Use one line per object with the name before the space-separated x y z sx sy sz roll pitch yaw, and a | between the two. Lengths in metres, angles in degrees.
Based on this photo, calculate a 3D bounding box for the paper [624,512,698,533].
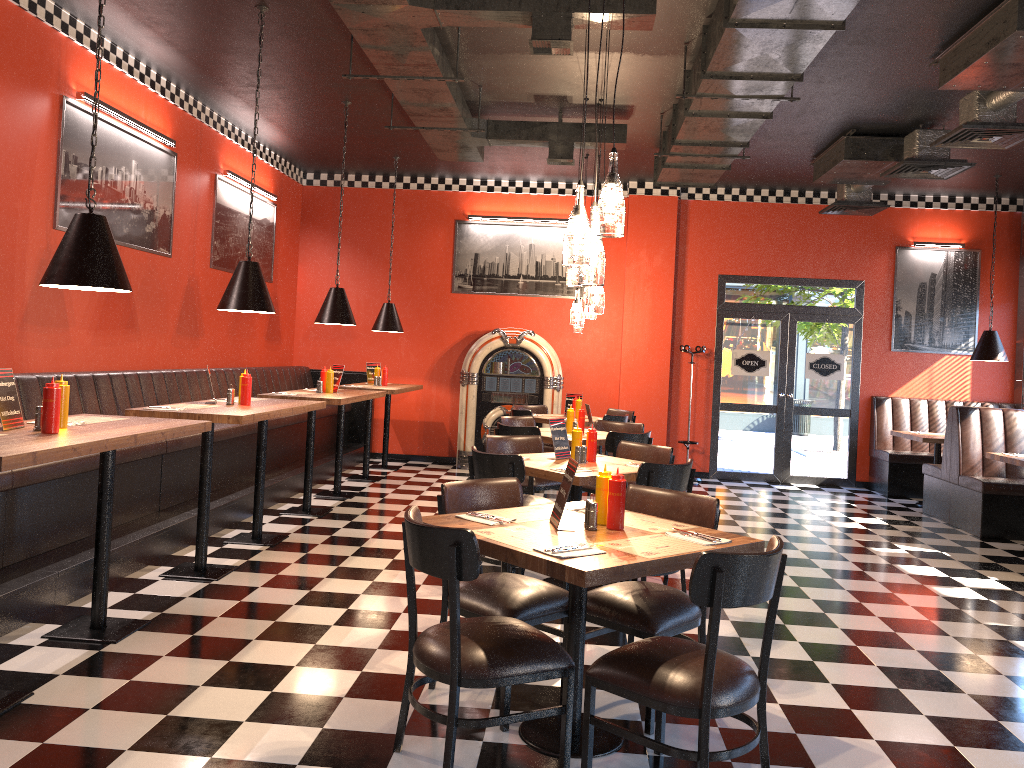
paper | 0.528 0.558 3.584 0.261 0.001 0.366 1 2 -41

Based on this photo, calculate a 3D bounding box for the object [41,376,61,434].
object | -1.923 0.086 3.699 0.068 0.238 0.068 3 -1 -21

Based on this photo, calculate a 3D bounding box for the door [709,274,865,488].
door | 3.428 -0.048 11.064 1.800 2.574 0.128 3 -1 4

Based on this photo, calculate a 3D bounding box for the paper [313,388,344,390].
paper | -1.816 0.052 8.621 0.261 0.001 0.365 3 2 7

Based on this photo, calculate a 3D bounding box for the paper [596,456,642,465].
paper | 0.666 0.496 5.755 0.261 0.001 0.366 1 2 -42

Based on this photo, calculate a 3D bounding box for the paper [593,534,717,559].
paper | 0.507 0.572 3.137 0.365 0.001 0.261 1 2 -41

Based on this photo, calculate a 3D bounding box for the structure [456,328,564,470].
structure | -0.014 0.184 11.038 1.294 1.769 0.500 3 -1 4

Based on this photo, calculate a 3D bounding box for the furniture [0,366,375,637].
furniture | -2.653 0.484 7.119 1.104 1.149 8.758 3 2 4

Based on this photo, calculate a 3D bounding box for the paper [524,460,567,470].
paper | 0.175 0.485 5.301 0.261 0.001 0.366 1 2 -42

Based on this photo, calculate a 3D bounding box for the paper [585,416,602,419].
paper | 0.901 0.374 9.911 0.261 0.001 0.366 1 2 -41

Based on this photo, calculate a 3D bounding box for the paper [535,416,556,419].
paper | 0.402 0.363 9.466 0.261 0.001 0.366 1 2 -41

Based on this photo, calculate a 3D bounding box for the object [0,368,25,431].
object | -2.147 0.063 3.770 0.072 0.257 0.188 3 0 -5

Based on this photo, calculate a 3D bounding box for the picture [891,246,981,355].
picture | 5.238 -1.029 10.945 1.023 1.302 0.016 3 -1 4

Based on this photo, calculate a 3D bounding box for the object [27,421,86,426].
object | -2.081 0.176 4.093 0.255 0.019 0.157 3 2 1

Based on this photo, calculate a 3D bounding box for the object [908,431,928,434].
object | 4.621 0.548 10.066 0.157 0.019 0.255 3 2 5

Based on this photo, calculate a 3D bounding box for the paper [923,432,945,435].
paper | 4.828 0.567 10.062 0.365 0.001 0.261 3 2 4

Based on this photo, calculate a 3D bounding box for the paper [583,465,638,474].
paper | 0.622 0.508 5.292 0.365 0.001 0.261 1 3 -43

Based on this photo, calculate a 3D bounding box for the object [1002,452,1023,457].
object | 4.370 0.612 7.679 0.157 0.019 0.255 3 2 10

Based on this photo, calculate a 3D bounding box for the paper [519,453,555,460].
paper | 0.189 0.471 5.764 0.365 0.001 0.261 1 2 -40

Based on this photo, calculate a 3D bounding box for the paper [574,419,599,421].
paper | 0.849 0.386 9.448 0.365 0.001 0.261 1 2 -42

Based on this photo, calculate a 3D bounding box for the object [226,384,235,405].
object | -1.870 0.071 5.890 0.046 0.136 0.094 3 0 -6

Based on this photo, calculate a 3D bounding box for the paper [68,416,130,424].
paper | -2.098 0.175 4.359 0.261 0.001 0.365 3 2 7

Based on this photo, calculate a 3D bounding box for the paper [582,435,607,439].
paper | 0.759 0.446 7.437 0.365 0.001 0.261 1 2 -42

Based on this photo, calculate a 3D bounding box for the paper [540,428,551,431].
paper | 0.310 0.408 7.933 0.365 0.001 0.261 1 2 -42

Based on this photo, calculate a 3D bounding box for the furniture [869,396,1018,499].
furniture | 5.254 0.770 10.566 1.709 1.155 0.706 3 0 4

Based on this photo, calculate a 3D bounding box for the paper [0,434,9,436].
paper | -2.176 0.202 3.402 0.261 0.001 0.365 3 2 7

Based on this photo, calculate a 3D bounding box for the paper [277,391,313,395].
paper | -1.881 0.078 7.704 0.261 0.001 0.365 3 2 7

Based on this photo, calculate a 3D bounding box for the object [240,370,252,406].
object | -1.771 0.023 5.907 0.068 0.238 0.068 3 -1 24

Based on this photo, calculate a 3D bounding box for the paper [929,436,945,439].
paper | 4.679 0.580 9.441 0.365 0.001 0.261 3 2 1

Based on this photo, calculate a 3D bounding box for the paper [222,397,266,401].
paper | -1.977 0.111 6.532 0.261 0.001 0.365 3 2 7

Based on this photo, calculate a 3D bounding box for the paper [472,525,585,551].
paper | 0.045 0.548 3.164 0.261 0.001 0.366 1 2 -38

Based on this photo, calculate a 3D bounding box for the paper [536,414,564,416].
paper | 0.424 0.349 9.929 0.365 0.001 0.261 1 2 -39

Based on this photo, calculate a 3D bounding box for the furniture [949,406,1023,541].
furniture | 5.080 0.837 8.185 1.709 1.155 0.706 3 0 4

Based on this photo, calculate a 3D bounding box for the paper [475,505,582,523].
paper | 0.067 0.533 3.641 0.365 0.001 0.261 1 2 -41

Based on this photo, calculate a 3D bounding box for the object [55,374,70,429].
object | -1.993 0.076 3.910 0.068 0.238 0.068 3 -1 -21

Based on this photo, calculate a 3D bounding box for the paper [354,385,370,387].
paper | -1.694 0.019 9.831 0.261 0.001 0.365 3 2 7

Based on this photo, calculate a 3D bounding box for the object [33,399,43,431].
object | -2.009 0.131 3.794 0.046 0.136 0.094 3 0 -5

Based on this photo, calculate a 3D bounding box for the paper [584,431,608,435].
paper | 0.772 0.432 7.885 0.261 0.001 0.366 1 2 -42

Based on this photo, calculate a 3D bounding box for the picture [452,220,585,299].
picture | 0.135 -1.589 11.324 1.770 0.940 0.023 3 -1 4

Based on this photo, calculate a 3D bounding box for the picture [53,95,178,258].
picture | -3.099 -1.573 7.058 0.023 0.940 1.770 3 1 4

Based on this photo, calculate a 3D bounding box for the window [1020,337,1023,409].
window | 6.152 -0.296 9.676 0.127 1.714 2.027 3 1 4

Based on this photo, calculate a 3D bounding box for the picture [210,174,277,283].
picture | -2.906 -1.648 9.692 0.023 0.940 1.770 3 1 4

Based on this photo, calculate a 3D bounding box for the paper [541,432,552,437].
paper | 0.297 0.422 7.455 0.261 0.001 0.366 1 2 -39

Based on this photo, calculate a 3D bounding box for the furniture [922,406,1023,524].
furniture | 5.131 0.817 8.889 1.709 1.155 0.706 3 0 4

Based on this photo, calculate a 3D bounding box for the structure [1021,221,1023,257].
structure | 5.761 -1.579 5.020 0.120 0.438 11.263 3 2 4

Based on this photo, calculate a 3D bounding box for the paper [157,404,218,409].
paper | -2.024 0.140 5.566 0.261 0.001 0.365 3 2 7
